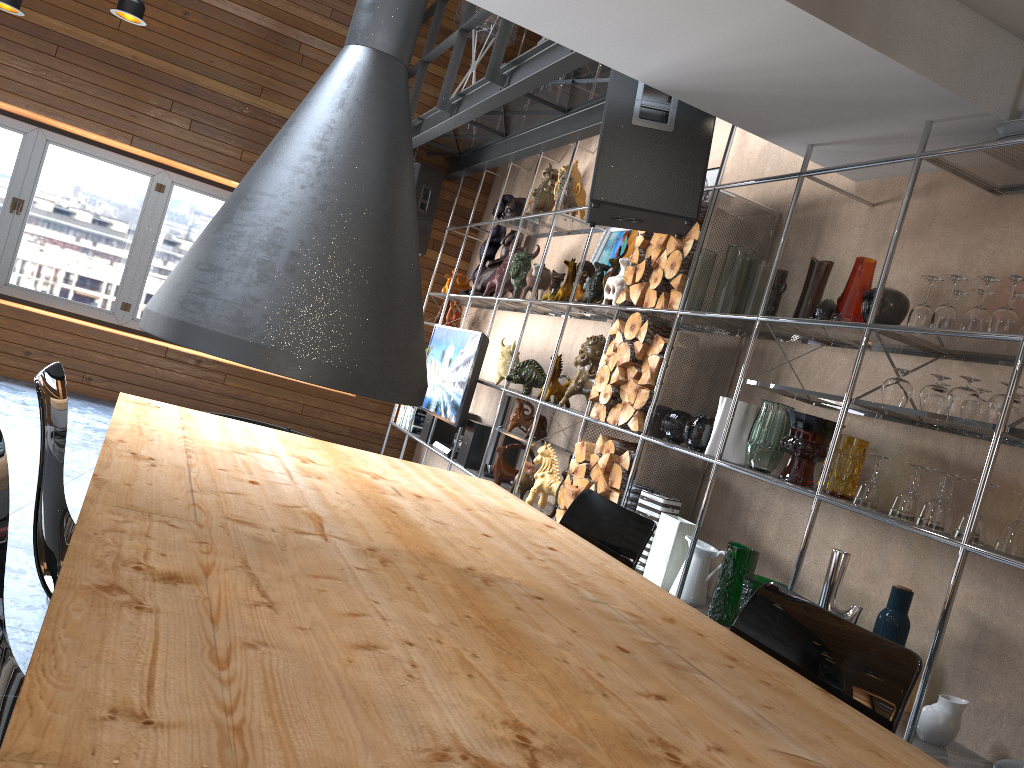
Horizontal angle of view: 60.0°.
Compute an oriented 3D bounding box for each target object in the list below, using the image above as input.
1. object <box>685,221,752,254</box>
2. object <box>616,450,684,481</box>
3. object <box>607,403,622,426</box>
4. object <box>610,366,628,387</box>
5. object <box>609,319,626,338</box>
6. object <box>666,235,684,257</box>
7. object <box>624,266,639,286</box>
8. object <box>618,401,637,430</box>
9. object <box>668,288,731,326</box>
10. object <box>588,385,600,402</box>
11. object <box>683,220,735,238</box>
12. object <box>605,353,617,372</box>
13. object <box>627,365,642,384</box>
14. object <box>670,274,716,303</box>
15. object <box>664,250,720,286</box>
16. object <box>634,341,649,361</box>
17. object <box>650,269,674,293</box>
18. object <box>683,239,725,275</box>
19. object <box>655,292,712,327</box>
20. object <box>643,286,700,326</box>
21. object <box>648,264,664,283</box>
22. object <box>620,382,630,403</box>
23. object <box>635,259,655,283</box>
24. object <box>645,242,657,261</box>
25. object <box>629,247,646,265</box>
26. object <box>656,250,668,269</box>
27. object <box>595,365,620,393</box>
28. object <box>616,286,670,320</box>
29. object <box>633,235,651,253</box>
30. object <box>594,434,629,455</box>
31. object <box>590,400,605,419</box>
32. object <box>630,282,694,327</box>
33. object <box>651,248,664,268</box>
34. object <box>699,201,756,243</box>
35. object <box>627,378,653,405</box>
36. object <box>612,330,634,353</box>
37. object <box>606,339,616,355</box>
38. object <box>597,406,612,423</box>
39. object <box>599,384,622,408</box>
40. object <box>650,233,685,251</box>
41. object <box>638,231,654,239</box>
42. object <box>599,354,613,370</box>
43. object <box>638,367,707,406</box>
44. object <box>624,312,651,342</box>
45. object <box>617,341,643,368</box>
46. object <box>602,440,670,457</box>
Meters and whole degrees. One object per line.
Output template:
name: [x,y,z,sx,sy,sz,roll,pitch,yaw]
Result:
object: [0.940,-0.641,4.018,0.299,0.114,0.135,16,0,-20]
object: [0.630,0.362,4.029,0.308,0.107,0.121,16,0,-26]
object: [0.615,0.178,4.219,0.299,0.114,0.135,16,0,-25]
object: [0.643,-0.001,4.249,0.331,0.110,0.101,16,0,-21]
object: [0.642,-0.230,4.392,0.308,0.107,0.121,16,0,-26]
object: [0.878,-0.587,4.080,0.329,0.107,0.128,16,0,-23]
object: [0.712,-0.492,4.413,0.321,0.109,0.110,16,0,-23]
object: [0.676,0.191,4.109,0.362,0.131,0.154,16,0,-22]
object: [0.857,-0.342,4.022,0.287,0.112,0.126,16,0,-22]
object: [0.536,0.085,4.414,0.303,0.088,0.095,16,0,-25]
object: [0.906,-0.684,4.110,0.362,0.115,0.098,16,0,-22]
object: [0.621,-0.069,4.327,0.329,0.107,0.128,16,0,-22]
object: [0.690,0.000,4.180,0.330,0.098,0.107,16,0,-27]
object: [0.862,-0.412,3.993,0.303,0.088,0.095,16,0,-21]
object: [0.848,-0.500,4.040,0.285,0.143,0.143,16,0,-22]
object: [0.709,-0.123,4.144,0.303,0.090,0.098,16,0,-24]
object: [0.798,-0.439,4.116,0.312,0.110,0.103,16,0,-19]
object: [0.903,-0.549,4.000,0.309,0.121,0.111,16,0,-22]
object: [0.817,-0.344,4.102,0.303,0.095,0.087,16,0,-22]
object: [0.781,-0.370,4.203,0.299,0.114,0.135,16,0,-20]
object: [0.811,-0.480,4.219,0.288,0.118,0.147,16,0,-19]
object: [0.657,0.071,4.206,0.288,0.118,0.147,16,0,-26]
object: [0.763,-0.512,4.309,0.329,0.135,0.095,16,0,-19]
object: [0.803,-0.622,4.331,0.290,0.153,0.112,16,0,-19]
object: [0.746,-0.580,4.400,0.331,0.110,0.107,16,0,-21]
object: [0.836,-0.539,4.164,0.331,0.110,0.101,16,0,-24]
object: [0.564,0.010,4.353,0.285,0.143,0.143,16,0,-23]
object: [0.690,-0.399,4.407,0.330,0.105,0.107,16,0,-20]
object: [0.759,-0.645,4.395,0.308,0.120,0.098,16,0,-18]
object: [0.551,0.335,4.299,0.289,0.121,0.107,16,0,-22]
object: [0.546,0.159,4.405,0.287,0.112,0.126,16,0,-23]
object: [0.749,-0.385,4.326,0.362,0.131,0.154,16,0,-23]
object: [0.824,-0.557,4.244,0.330,0.098,0.107,16,0,-19]
object: [0.951,-0.732,4.014,0.308,0.107,0.121,16,0,-19]
object: [0.685,0.063,4.103,0.329,0.135,0.095,16,0,-26]
object: [0.670,-0.159,4.304,0.362,0.115,0.098,16,0,-23]
object: [0.629,-0.140,4.401,0.299,0.114,0.135,16,0,-25]
object: [0.571,0.178,4.321,0.303,0.095,0.087,16,0,-23]
object: [0.575,0.090,4.278,0.312,0.110,0.103,16,0,-26]
object: [0.831,-0.646,4.182,0.321,0.128,0.164,16,0,-22]
object: [0.787,-0.748,4.350,0.312,0.150,0.140,16,0,-19]
object: [0.581,-0.051,4.408,0.309,0.121,0.111,16,0,-23]
object: [0.740,0.018,4.014,0.331,0.110,0.107,16,0,-25]
object: [0.695,-0.229,4.215,0.312,0.150,0.140,16,0,-26]
object: [0.660,-0.100,4.210,0.321,0.128,0.164,16,0,-23]
object: [0.586,0.332,4.206,0.312,0.150,0.140,16,0,-26]
